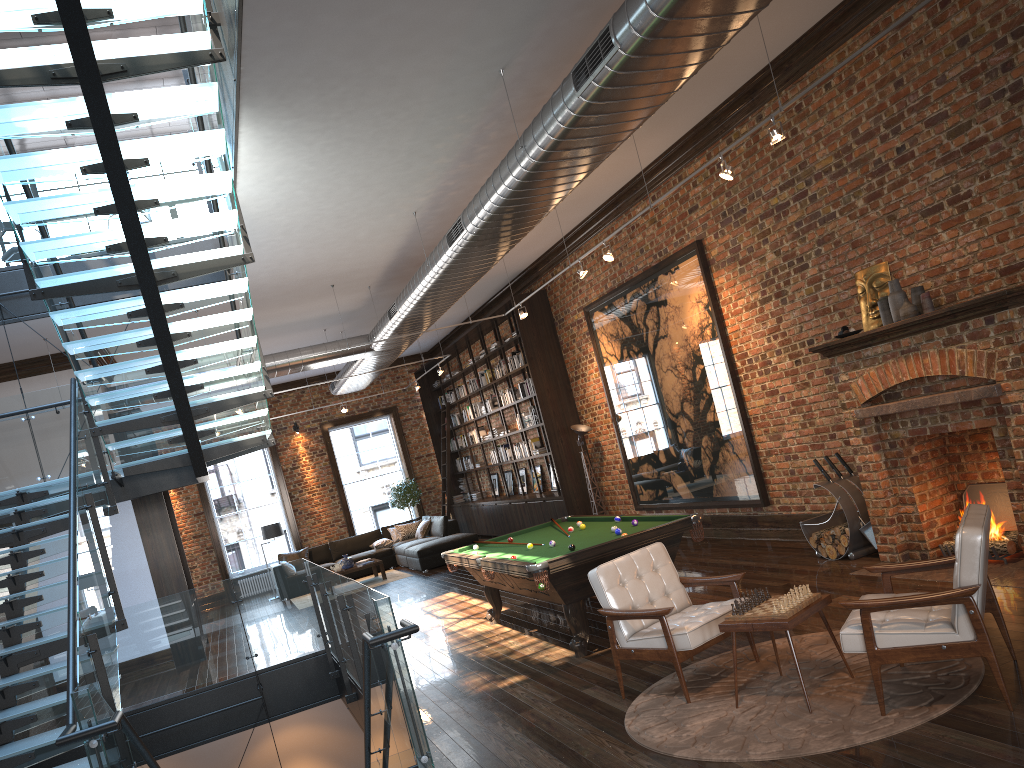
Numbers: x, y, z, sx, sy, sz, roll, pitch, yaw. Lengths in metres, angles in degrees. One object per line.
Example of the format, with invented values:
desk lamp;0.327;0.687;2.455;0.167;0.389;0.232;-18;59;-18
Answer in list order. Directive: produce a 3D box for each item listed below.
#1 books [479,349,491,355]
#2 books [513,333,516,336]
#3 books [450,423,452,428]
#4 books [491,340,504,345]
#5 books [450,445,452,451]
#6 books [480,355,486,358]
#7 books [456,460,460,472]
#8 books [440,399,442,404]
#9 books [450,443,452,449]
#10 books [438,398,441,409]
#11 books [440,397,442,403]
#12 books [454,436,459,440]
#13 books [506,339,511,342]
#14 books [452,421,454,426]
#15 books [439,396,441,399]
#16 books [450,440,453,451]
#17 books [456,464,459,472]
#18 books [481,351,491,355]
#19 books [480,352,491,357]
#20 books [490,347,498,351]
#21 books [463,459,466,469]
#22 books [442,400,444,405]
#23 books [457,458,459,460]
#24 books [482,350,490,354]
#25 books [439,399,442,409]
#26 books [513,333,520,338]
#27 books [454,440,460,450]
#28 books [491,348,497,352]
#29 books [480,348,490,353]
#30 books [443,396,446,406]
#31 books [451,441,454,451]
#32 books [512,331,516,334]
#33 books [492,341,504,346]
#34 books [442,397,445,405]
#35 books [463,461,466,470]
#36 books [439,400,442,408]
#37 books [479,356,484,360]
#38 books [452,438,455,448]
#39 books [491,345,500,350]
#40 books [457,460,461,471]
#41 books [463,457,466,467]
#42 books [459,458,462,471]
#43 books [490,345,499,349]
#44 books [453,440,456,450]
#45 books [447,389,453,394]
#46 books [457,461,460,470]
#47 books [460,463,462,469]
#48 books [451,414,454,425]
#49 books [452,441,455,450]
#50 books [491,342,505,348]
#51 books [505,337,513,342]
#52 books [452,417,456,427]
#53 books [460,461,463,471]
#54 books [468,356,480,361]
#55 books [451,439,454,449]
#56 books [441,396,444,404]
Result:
books;-0.492;-0.622;17.004;0.203;0.017;0.363;-13;-4;-22
books;0.162;-0.878;15.015;0.228;0.018;0.317;-13;-4;-18
books;-1.354;0.871;20.415;0.178;0.286;0.024;-14;1;-18
books;-0.267;-0.760;16.327;0.187;0.017;0.277;-13;-4;-17
books;-1.374;1.444;20.884;0.185;0.261;0.014;-14;1;-18
books;-0.472;-0.549;17.005;0.212;0.014;0.284;-13;-4;-17
books;-1.195;1.897;20.823;0.180;0.294;0.051;-14;1;-19
books;-1.568;0.423;20.685;0.174;0.286;0.016;-14;1;-18
books;-1.347;1.462;20.869;0.187;0.210;0.028;-14;1;-18
books;-1.619;0.453;20.826;0.186;0.275;0.015;-14;1;-18
books;-1.552;0.425;20.636;0.176;0.269;0.029;-14;1;-18
books;-1.219;1.352;20.454;0.178;0.299;0.015;-15;1;-18
books;0.022;-0.774;15.443;0.213;0.012;0.253;-14;-4;-14
books;-1.289;0.861;20.258;0.164;0.251;0.035;-14;1;-19
books;-1.590;0.425;20.781;0.179;0.307;0.014;-15;1;-18
books;-1.337;1.420;20.782;0.187;0.273;0.013;-14;1;-18
books;-1.206;1.955;20.851;0.175;0.190;0.033;-14;0;-19
books;-0.470;-0.598;17.009;0.170;0.021;0.309;-13;-4;-23
books;-0.476;-0.571;17.005;0.192;0.030;0.316;-13;-4;-24
books;-0.258;-0.654;16.323;0.226;0.015;0.277;-13;-4;-21
books;-0.997;1.821;20.226;0.178;0.256;0.031;-14;1;-19
books;-1.531;0.460;20.608;0.180;0.186;0.032;-14;0;-19
books;-1.176;1.875;20.769;0.156;0.319;0.013;-15;1;-18
books;-0.471;-0.613;17.010;0.179;0.010;0.280;-13;-4;-20
books;-1.602;0.448;20.789;0.177;0.269;0.012;-14;1;-18
books;0.168;-0.842;15.015;0.228;0.007;0.354;-13;-4;-17
books;-1.212;1.394;20.427;0.186;0.211;0.035;-14;0;-19
books;-0.248;-0.643;16.325;0.215;0.010;0.344;-13;-4;-20
books;-0.486;-0.646;17.007;0.191;0.009;0.307;-13;-4;-18
books;-1.465;0.377;20.388;0.180;0.283;0.045;-14;1;-19
books;-1.317;1.437;20.772;0.178;0.228;0.016;-14;1;-18
books;0.156;-0.907;15.015;0.200;0.015;0.364;-13;-4;-24
books;-0.263;-0.744;16.328;0.167;0.015;0.372;-14;-4;-15
books;-1.494;0.398;20.436;0.189;0.263;0.066;-14;0;-19
books;-1.038;1.844;20.312;0.187;0.244;0.026;-14;1;-18
books;-1.583;0.467;20.750;0.187;0.219;0.016;-14;1;-18
books;-0.477;-0.525;17.001;0.226;0.011;0.375;-14;-4;-16
books;-1.269;1.374;20.558;0.186;0.297;0.016;-14;1;-18
books;-0.258;-0.678;16.324;0.205;0.009;0.336;-14;-4;-16
books;-1.155;1.891;20.686;0.176;0.266;0.026;-14;1;-18
books;-0.985;1.793;20.154;0.186;0.296;0.024;-14;1;-18
books;-1.120;1.855;20.567;0.182;0.301;0.015;-14;1;-18
books;-0.264;-0.691;16.323;0.215;0.020;0.236;-13;-4;-22
books;-1.247;1.395;20.499;0.187;0.237;0.025;-14;1;-18
books;-1.357;0.296;20.043;0.166;0.338;0.016;-15;1;-18
books;-1.166;1.897;20.704;0.173;0.262;0.015;-14;1;-18
books;-1.096;1.896;20.519;0.167;0.202;0.034;-14;0;-19
books;-1.266;0.822;20.173;0.188;0.303;0.014;-14;1;-18
books;-1.283;1.425;20.672;0.180;0.220;0.012;-14;1;-18
books;-0.254;-0.721;16.329;0.168;0.034;0.288;-13;-4;-24
books;0.018;-0.789;15.442;0.218;0.019;0.331;-14;-4;-16
books;-1.244;0.850;20.114;0.190;0.229;0.034;-14;0;-19
books;-1.085;1.857;20.472;0.185;0.266;0.035;-14;1;-19
books;-0.721;-0.517;17.696;0.214;0.015;0.322;-13;-4;-22
books;-1.306;1.403;20.722;0.169;0.282;0.027;-14;1;-18
books;-1.504;0.396;20.509;0.188;0.284;0.032;-14;1;-19
